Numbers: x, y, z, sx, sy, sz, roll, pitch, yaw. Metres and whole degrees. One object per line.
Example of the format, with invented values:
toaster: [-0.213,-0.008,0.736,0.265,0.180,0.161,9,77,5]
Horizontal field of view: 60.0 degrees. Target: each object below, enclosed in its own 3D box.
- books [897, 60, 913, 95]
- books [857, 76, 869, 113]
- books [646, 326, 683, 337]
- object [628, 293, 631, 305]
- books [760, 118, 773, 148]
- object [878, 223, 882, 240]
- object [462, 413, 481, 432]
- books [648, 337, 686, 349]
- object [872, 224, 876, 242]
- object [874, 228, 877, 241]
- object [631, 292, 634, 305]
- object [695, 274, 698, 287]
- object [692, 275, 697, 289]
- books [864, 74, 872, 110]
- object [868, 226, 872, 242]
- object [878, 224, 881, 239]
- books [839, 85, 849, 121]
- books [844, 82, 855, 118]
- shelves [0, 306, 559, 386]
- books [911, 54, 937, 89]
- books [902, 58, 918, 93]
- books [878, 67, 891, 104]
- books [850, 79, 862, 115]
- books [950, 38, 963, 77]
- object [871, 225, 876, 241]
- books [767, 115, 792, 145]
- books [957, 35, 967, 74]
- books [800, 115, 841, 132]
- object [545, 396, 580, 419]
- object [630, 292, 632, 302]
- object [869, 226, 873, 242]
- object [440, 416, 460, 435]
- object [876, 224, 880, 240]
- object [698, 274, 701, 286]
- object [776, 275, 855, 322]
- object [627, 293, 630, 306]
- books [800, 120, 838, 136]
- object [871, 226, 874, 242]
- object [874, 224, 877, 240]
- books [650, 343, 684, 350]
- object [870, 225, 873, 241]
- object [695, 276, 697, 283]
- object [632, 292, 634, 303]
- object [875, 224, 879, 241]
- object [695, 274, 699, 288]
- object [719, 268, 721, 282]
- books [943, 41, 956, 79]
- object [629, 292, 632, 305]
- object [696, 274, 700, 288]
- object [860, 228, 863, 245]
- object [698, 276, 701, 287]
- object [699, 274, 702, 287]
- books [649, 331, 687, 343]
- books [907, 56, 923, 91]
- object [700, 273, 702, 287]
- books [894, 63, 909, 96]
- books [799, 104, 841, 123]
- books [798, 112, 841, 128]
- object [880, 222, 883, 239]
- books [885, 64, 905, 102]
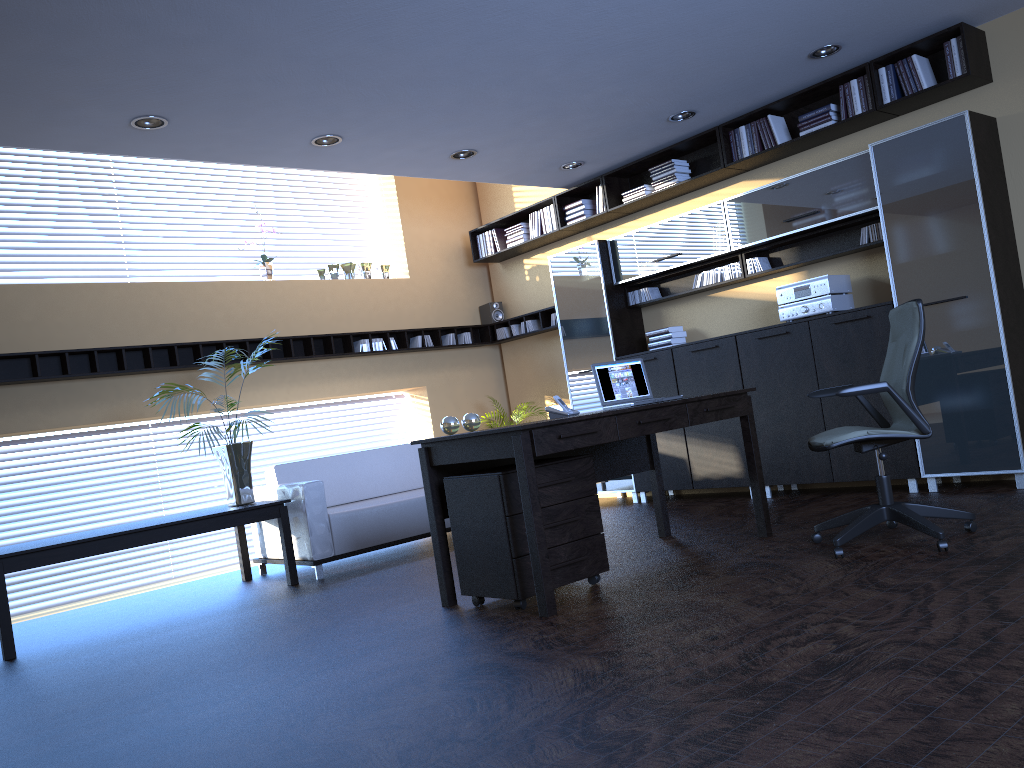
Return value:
books: [2.718,-2.064,6.027,0.207,0.259,0.075,-8,-1,-41]
books: [2.524,-2.025,6.259,0.207,0.258,0.050,-8,-1,-41]
books: [1.351,-0.463,7.860,0.207,0.050,0.259,-7,-3,-42]
object: [1.128,-0.784,8.163,0.142,0.120,0.009,-7,-1,-41]
books: [2.020,-1.924,6.860,0.207,0.259,0.075,-8,-1,-41]
object: [2.672,-1.093,6.351,0.142,0.120,0.009,-7,-1,-41]
object: [-0.224,0.209,4.868,0.105,0.105,0.105,-8,-2,-22]
books: [1.373,-0.364,7.853,0.207,0.050,0.259,-7,-3,-41]
object: [2.638,-1.086,6.387,0.142,0.124,0.009,-7,-1,-41]
object: [2.653,-1.088,6.387,0.142,0.120,0.009,-7,-1,-41]
object: [1.148,-0.788,8.141,0.142,0.120,0.009,-7,-1,-41]
object: [1.622,-0.879,7.592,0.142,0.113,0.059,-7,-2,-41]
object: [1.605,-0.876,7.603,0.142,0.113,0.059,-7,-2,-41]
books: [2.557,-2.031,6.219,0.207,0.258,0.050,-8,-1,-41]
object: [2.625,-1.083,6.416,0.142,0.120,0.009,-7,-1,-41]
object: [2.674,-1.092,6.366,0.140,0.118,0.006,-7,-1,-41]
books: [2.426,-2.004,6.381,0.207,0.260,0.055,-8,-1,-41]
books: [2.463,-2.012,6.343,0.207,0.258,0.050,-8,-1,-41]
shelves: [-2.275,-0.318,7.266,6.610,0.213,1.252,-7,-3,-41]
books: [2.779,-2.076,5.955,0.207,0.259,0.075,-8,-1,-42]
books: [2.742,-2.068,6.006,0.207,0.259,0.075,-8,-1,-40]
books: [2.622,-2.044,6.139,0.207,0.258,0.050,-8,-1,-42]
books: [2.490,-2.018,6.298,0.207,0.258,0.050,-8,-1,-41]
books: [2.936,-2.107,5.779,0.207,0.258,0.036,-8,-1,-41]
object: [2.635,-1.086,6.385,0.142,0.120,0.009,-7,-1,-41]
books: [2.060,-1.932,6.793,0.207,0.257,0.072,-8,-1,-42]
books: [2.965,-2.113,5.745,0.207,0.258,0.050,-8,-1,-41]
books: [2.295,-1.915,6.548,0.207,0.031,0.259,-7,-3,-41]
object: [0.278,0.123,4.944,0.146,0.126,0.130,-10,-2,34]
object: [1.143,-0.787,8.149,0.140,0.118,0.006,-7,-1,-41]
object: [2.627,-1.084,6.405,0.140,0.118,0.006,-7,-1,-41]
object: [-0.337,0.226,4.836,0.105,0.105,0.105,-8,-2,-22]
object: [2.659,-1.090,6.366,0.142,0.120,0.009,-7,-1,-41]
object: [1.642,-0.883,7.569,0.140,0.110,0.055,-7,-2,-41]
object: [2.270,-0.637,6.658,0.362,0.282,0.431,-7,-2,-41]
object: [1.123,-0.783,8.172,0.142,0.120,0.009,-7,-1,-41]
books: [2.301,-1.872,6.561,0.207,0.050,0.259,-7,-3,-42]
object: [2.636,-1.085,6.399,0.142,0.120,0.009,-7,-1,-41]
object: [2.646,-1.088,6.368,0.140,0.118,0.006,-7,-1,-41]
books: [1.384,-0.314,7.841,0.207,0.050,0.259,-7,-3,-40]
object: [2.633,-1.084,6.409,0.142,0.120,0.009,-7,-1,-41]
object: [1.619,-0.879,7.603,0.142,0.113,0.059,-7,-2,-41]
object: [1.159,-0.790,8.137,0.142,0.120,0.009,-7,-1,-41]
object: [2.655,-1.089,6.376,0.142,0.120,0.009,-7,-1,-41]
object: [1.628,-0.881,7.584,0.142,0.113,0.059,-7,-2,-41]
object: [1.777,-0.914,7.405,0.140,0.116,0.036,-7,-2,-41]
books: [2.915,-2.102,5.821,0.207,0.258,0.050,-8,-1,-42]
object: [1.136,-0.786,8.156,0.140,0.118,0.006,-7,-1,-41]
object: [1.632,-0.882,7.574,0.140,0.110,0.055,-7,-2,-41]
object: [2.583,-1.073,6.468,0.142,0.118,0.040,-7,-2,-41]
object: [1.642,-0.884,7.570,0.142,0.113,0.059,-7,-2,-41]
object: [1.646,-0.884,7.560,0.140,0.110,0.055,-7,-2,-41]
books: [1.380,-0.417,7.850,0.207,0.050,0.259,-7,-3,-41]
books: [2.760,-2.072,5.980,0.207,0.259,0.075,-8,-1,-41]
object: [1.651,-0.885,7.565,0.142,0.113,0.059,-7,-2,-41]
books: [2.714,-2.061,6.066,0.207,0.259,0.075,-8,-1,-41]
books: [2.284,-1.987,6.537,0.207,0.050,0.259,-7,-3,-41]
books: [2.282,-1.944,6.558,0.207,0.031,0.259,-7,-3,-42]
object: [2.676,-1.094,6.341,0.142,0.120,0.009,-7,-1,-41]
books: [2.656,-2.051,6.100,0.207,0.258,0.050,-8,-1,-41]
